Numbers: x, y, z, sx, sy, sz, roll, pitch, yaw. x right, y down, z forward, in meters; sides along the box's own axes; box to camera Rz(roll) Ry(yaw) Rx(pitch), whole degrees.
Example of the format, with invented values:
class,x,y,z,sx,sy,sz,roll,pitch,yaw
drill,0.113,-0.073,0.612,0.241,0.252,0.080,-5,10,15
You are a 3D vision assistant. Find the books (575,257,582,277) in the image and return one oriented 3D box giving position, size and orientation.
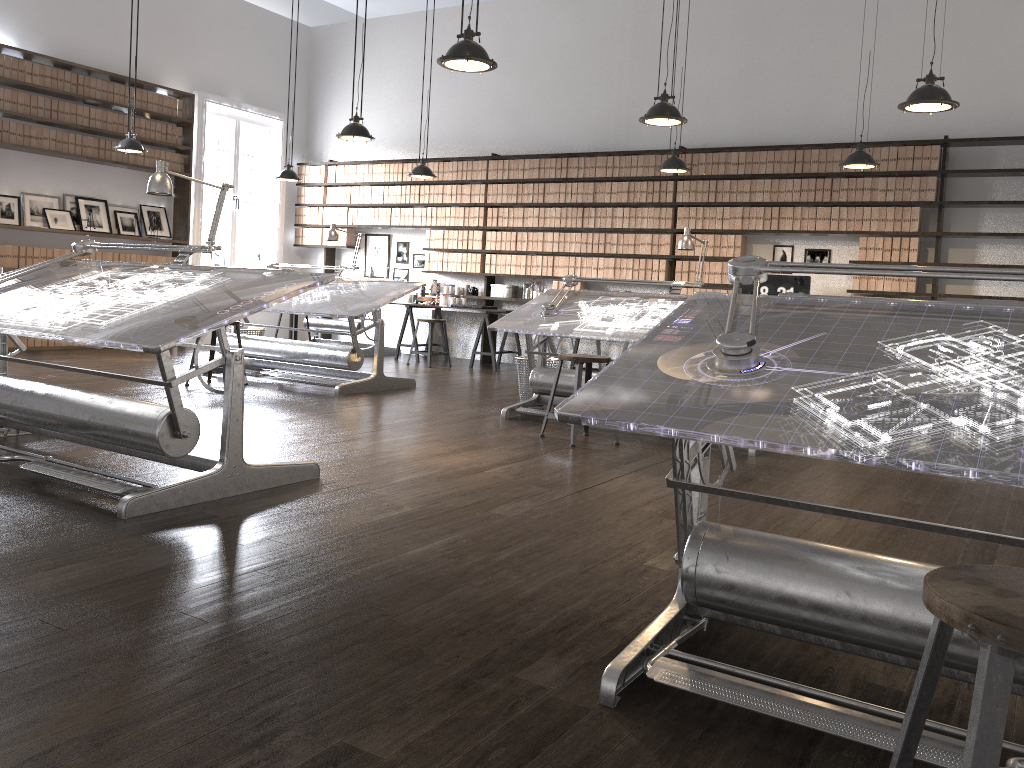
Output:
class,x,y,z,sx,sy,sz,roll,pitch,yaw
books,0.773,-1.294,9.852,0.067,0.225,0.174,5,5,31

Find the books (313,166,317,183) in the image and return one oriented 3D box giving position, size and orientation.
class,x,y,z,sx,sy,sz,roll,pitch,yaw
books,-2.589,-2.802,11.896,0.067,0.225,0.175,5,5,31

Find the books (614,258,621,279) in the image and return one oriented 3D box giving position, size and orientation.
class,x,y,z,sx,sy,sz,roll,pitch,yaw
books,1.181,-1.245,9.604,0.067,0.225,0.175,5,5,31

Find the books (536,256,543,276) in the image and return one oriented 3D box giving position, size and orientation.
class,x,y,z,sx,sy,sz,roll,pitch,yaw
books,0.352,-1.345,10.108,0.067,0.225,0.174,5,5,31

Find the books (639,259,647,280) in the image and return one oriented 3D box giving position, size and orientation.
class,x,y,z,sx,sy,sz,roll,pitch,yaw
books,1.423,-1.215,9.450,0.067,0.225,0.175,5,5,31

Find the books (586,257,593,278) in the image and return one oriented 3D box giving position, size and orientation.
class,x,y,z,sx,sy,sz,roll,pitch,yaw
books,0.892,-1.280,9.781,0.067,0.225,0.175,5,5,31

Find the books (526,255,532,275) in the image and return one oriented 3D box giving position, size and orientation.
class,x,y,z,sx,sy,sz,roll,pitch,yaw
books,0.234,-1.360,10.186,0.067,0.225,0.175,5,5,31

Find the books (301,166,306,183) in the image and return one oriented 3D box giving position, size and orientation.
class,x,y,z,sx,sy,sz,roll,pitch,yaw
books,-2.772,-2.824,12.002,0.067,0.225,0.175,5,5,31

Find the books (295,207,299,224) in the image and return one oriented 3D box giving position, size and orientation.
class,x,y,z,sx,sy,sz,roll,pitch,yaw
books,-2.872,-2.285,12.075,0.067,0.225,0.175,5,5,31

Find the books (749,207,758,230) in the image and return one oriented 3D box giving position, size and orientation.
class,x,y,z,sx,sy,sz,roll,pitch,yaw
books,2.428,-1.641,8.829,0.067,0.225,0.174,5,5,31

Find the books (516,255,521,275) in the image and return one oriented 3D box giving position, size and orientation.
class,x,y,z,sx,sy,sz,roll,pitch,yaw
books,0.119,-1.374,10.255,0.067,0.225,0.175,5,5,31

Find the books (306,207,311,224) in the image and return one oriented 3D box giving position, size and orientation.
class,x,y,z,sx,sy,sz,roll,pitch,yaw
books,-2.694,-2.263,11.967,0.067,0.225,0.174,5,5,31

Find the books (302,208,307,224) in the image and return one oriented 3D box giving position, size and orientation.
class,x,y,z,sx,sy,sz,roll,pitch,yaw
books,-2.752,-2.271,12.008,0.067,0.225,0.174,5,5,31

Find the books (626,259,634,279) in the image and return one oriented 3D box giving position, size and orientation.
class,x,y,z,sx,sy,sz,roll,pitch,yaw
books,1.300,-1.230,9.527,0.067,0.225,0.174,5,5,31

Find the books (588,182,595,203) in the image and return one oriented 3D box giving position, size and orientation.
class,x,y,z,sx,sy,sz,roll,pitch,yaw
books,0.906,-2.094,9.751,0.067,0.225,0.175,5,5,31

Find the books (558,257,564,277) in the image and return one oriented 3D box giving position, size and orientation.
class,x,y,z,sx,sy,sz,roll,pitch,yaw
books,0.596,-1.316,9.961,0.067,0.225,0.175,5,5,31

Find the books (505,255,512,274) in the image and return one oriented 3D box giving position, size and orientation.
class,x,y,z,sx,sy,sz,roll,pitch,yaw
books,0.002,-1.388,10.322,0.067,0.225,0.175,5,5,31

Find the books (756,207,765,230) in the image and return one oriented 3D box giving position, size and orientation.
class,x,y,z,sx,sy,sz,roll,pitch,yaw
books,2.486,-1.634,8.788,0.067,0.225,0.174,5,5,31

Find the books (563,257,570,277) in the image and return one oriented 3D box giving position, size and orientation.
class,x,y,z,sx,sy,sz,roll,pitch,yaw
books,0.648,-1.309,9.924,0.067,0.225,0.175,5,5,31

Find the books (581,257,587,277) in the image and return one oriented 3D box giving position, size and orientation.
class,x,y,z,sx,sy,sz,roll,pitch,yaw
books,0.834,-1.287,9.819,0.067,0.225,0.174,5,5,31

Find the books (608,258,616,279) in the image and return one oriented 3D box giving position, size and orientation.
class,x,y,z,sx,sy,sz,roll,pitch,yaw
books,1.121,-1.252,9.634,0.067,0.225,0.175,5,5,31

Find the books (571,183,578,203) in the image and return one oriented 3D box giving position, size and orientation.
class,x,y,z,sx,sy,sz,roll,pitch,yaw
books,0.735,-2.116,9.858,0.067,0.225,0.175,5,5,31

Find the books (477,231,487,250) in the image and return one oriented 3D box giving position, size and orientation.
class,x,y,z,sx,sy,sz,roll,pitch,yaw
books,-0.333,-1.699,10.521,0.067,0.225,0.175,5,5,31

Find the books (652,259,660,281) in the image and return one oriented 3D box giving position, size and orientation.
class,x,y,z,sx,sy,sz,roll,pitch,yaw
books,1.551,-1.200,9.372,0.067,0.225,0.175,5,5,31

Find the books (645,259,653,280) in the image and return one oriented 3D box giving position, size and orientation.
class,x,y,z,sx,sy,sz,roll,pitch,yaw
books,1.489,-1.208,9.416,0.067,0.225,0.175,5,5,31

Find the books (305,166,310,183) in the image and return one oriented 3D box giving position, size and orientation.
class,x,y,z,sx,sy,sz,roll,pitch,yaw
books,-2.708,-2.817,11.967,0.067,0.225,0.174,5,5,31

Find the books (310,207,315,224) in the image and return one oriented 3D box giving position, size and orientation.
class,x,y,z,sx,sy,sz,roll,pitch,yaw
books,-2.631,-2.256,11.934,0.067,0.225,0.175,5,5,31

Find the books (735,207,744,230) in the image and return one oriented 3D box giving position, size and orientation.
class,x,y,z,sx,sy,sz,roll,pitch,yaw
books,2.308,-1.655,8.896,0.067,0.225,0.175,5,5,31

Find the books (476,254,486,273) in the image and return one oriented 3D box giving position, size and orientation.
class,x,y,z,sx,sy,sz,roll,pitch,yaw
books,-0.351,-1.431,10.538,0.067,0.225,0.175,5,5,31

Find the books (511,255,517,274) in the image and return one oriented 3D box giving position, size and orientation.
class,x,y,z,sx,sy,sz,roll,pitch,yaw
books,0.065,-1.380,10.286,0.067,0.225,0.175,5,5,31

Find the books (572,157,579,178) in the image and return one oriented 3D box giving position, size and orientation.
class,x,y,z,sx,sy,sz,roll,pitch,yaw
books,0.743,-2.392,9.845,0.067,0.225,0.175,5,5,31

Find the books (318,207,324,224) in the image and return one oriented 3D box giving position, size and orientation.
class,x,y,z,sx,sy,sz,roll,pitch,yaw
books,-2.504,-2.241,11.856,0.067,0.225,0.175,5,5,31

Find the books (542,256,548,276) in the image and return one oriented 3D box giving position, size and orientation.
class,x,y,z,sx,sy,sz,roll,pitch,yaw
books,0.415,-1.338,10.075,0.067,0.225,0.175,5,5,31

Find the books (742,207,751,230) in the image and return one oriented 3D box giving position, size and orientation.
class,x,y,z,sx,sy,sz,roll,pitch,yaw
books,2.368,-1.649,8.866,0.067,0.225,0.175,5,5,31

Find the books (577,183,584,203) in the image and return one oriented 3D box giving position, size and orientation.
class,x,y,z,sx,sy,sz,roll,pitch,yaw
books,0.797,-2.108,9.821,0.067,0.225,0.175,5,5,31

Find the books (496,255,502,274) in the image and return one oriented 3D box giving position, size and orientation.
class,x,y,z,sx,sy,sz,roll,pitch,yaw
books,-0.114,-1.402,10.400,0.067,0.225,0.174,5,5,31

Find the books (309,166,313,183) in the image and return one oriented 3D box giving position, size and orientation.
class,x,y,z,sx,sy,sz,roll,pitch,yaw
books,-2.647,-2.810,11.934,0.067,0.225,0.174,5,5,31

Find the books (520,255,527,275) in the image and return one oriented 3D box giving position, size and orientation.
class,x,y,z,sx,sy,sz,roll,pitch,yaw
books,0.173,-1.367,10.216,0.067,0.225,0.175,5,5,31

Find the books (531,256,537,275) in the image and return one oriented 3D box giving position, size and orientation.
class,x,y,z,sx,sy,sz,roll,pitch,yaw
books,0.294,-1.353,10.149,0.067,0.225,0.174,5,5,31

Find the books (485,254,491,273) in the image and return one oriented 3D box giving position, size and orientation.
class,x,y,z,sx,sy,sz,roll,pitch,yaw
books,-0.238,-1.417,10.468,0.067,0.225,0.175,5,5,31

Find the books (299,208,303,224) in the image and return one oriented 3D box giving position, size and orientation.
class,x,y,z,sx,sy,sz,roll,pitch,yaw
books,-2.812,-2.278,12.045,0.067,0.225,0.175,5,5,31

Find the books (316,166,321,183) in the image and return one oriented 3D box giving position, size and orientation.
class,x,y,z,sx,sy,sz,roll,pitch,yaw
books,-2.531,-2.795,11.856,0.067,0.225,0.175,5,5,31

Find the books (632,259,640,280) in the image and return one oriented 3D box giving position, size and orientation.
class,x,y,z,sx,sy,sz,roll,pitch,yaw
books,1.363,-1.223,9.494,0.067,0.225,0.175,5,5,31

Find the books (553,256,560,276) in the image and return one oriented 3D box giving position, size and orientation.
class,x,y,z,sx,sy,sz,roll,pitch,yaw
books,0.542,-1.323,9.997,0.067,0.225,0.175,5,5,31

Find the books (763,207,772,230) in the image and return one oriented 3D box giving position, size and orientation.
class,x,y,z,sx,sy,sz,roll,pitch,yaw
books,2.549,-1.627,8.755,0.067,0.225,0.175,5,5,31

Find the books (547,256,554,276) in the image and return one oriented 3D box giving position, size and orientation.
class,x,y,z,sx,sy,sz,roll,pitch,yaw
books,0.476,-1.330,10.031,0.067,0.225,0.175,5,5,31

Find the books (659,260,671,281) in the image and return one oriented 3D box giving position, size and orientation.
class,x,y,z,sx,sy,sz,roll,pitch,yaw
books,1.618,-1.192,9.333,0.067,0.225,0.175,5,5,31

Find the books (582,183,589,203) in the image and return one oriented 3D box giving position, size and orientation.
class,x,y,z,sx,sy,sz,roll,pitch,yaw
books,0.852,-2.102,9.790,0.067,0.225,0.175,5,5,31

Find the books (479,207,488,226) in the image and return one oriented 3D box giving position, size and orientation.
class,x,y,z,sx,sy,sz,roll,pitch,yaw
books,-0.316,-1.975,10.514,0.067,0.225,0.175,5,5,31

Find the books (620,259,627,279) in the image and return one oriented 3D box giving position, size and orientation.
class,x,y,z,sx,sy,sz,roll,pitch,yaw
books,1.242,-1.238,9.567,0.067,0.225,0.174,5,5,31

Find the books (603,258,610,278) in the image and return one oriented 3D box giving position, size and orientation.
class,x,y,z,sx,sy,sz,roll,pitch,yaw
books,1.067,-1.259,9.673,0.067,0.225,0.175,5,5,31

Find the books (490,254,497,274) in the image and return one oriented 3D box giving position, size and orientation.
class,x,y,z,sx,sy,sz,roll,pitch,yaw
books,-0.175,-1.409,10.433,0.067,0.225,0.174,5,5,31

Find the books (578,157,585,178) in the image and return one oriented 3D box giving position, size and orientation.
class,x,y,z,sx,sy,sz,roll,pitch,yaw
books,0.807,-2.384,9.811,0.067,0.225,0.174,5,5,31

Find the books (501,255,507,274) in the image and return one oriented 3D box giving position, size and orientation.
class,x,y,z,sx,sy,sz,roll,pitch,yaw
books,-0.055,-1.395,10.362,0.067,0.225,0.175,5,5,31

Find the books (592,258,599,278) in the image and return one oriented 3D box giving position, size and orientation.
class,x,y,z,sx,sy,sz,roll,pitch,yaw
books,0.950,-1.273,9.741,0.067,0.225,0.175,5,5,31

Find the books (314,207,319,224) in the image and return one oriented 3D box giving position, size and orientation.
class,x,y,z,sx,sy,sz,roll,pitch,yaw
books,-2.570,-2.248,11.890,0.067,0.225,0.175,5,5,31

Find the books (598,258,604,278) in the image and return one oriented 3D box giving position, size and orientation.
class,x,y,z,sx,sy,sz,roll,pitch,yaw
books,1.012,-1.265,9.705,0.067,0.225,0.175,5,5,31

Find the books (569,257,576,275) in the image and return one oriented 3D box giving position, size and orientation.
class,x,y,z,sx,sy,sz,roll,pitch,yaw
books,0.709,-1.302,9.887,0.067,0.225,0.175,5,5,31
